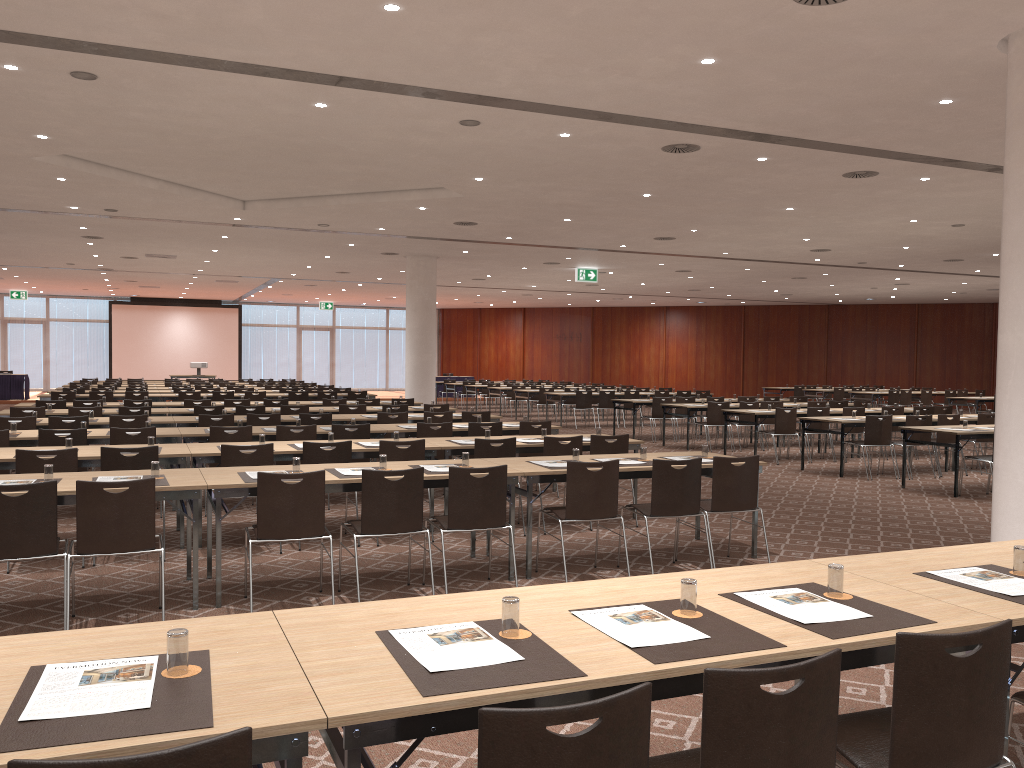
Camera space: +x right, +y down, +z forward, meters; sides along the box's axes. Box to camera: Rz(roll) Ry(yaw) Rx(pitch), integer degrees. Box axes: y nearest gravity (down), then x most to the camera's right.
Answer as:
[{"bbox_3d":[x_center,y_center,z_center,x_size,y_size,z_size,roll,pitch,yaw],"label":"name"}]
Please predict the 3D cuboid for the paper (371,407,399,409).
[{"bbox_3d":[-2.067,0.406,14.845,0.460,0.003,0.565,0,2,-24],"label":"paper"}]

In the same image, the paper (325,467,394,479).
[{"bbox_3d":[-1.108,0.655,6.571,0.460,0.003,0.565,0,2,-23],"label":"paper"}]

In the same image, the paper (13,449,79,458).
[{"bbox_3d":[-3.951,0.589,7.541,0.460,0.003,0.565,0,2,-24],"label":"paper"}]

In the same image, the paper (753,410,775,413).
[{"bbox_3d":[4.416,0.477,15.361,0.460,0.003,0.565,0,2,-23],"label":"paper"}]

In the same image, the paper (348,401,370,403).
[{"bbox_3d":[-2.849,0.344,16.648,0.460,0.003,0.565,0,2,-19],"label":"paper"}]

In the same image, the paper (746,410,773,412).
[{"bbox_3d":[4.310,0.471,15.394,0.283,0.006,0.398,0,2,-26],"label":"paper"}]

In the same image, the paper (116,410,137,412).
[{"bbox_3d":[-5.680,0.402,13.302,0.460,0.003,0.565,0,2,-26],"label":"paper"}]

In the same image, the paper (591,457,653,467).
[{"bbox_3d":[0.982,0.657,7.467,0.460,0.003,0.565,0,2,-20],"label":"paper"}]

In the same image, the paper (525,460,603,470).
[{"bbox_3d":[0.423,0.656,7.233,0.460,0.003,0.565,0,2,-20],"label":"paper"}]

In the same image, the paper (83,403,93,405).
[{"bbox_3d":[-7.099,0.333,14.939,0.283,0.006,0.398,0,2,-22],"label":"paper"}]

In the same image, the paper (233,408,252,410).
[{"bbox_3d":[-4.250,0.397,13.989,0.283,0.006,0.398,0,2,-19],"label":"paper"}]

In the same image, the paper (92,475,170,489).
[{"bbox_3d":[-2.561,0.653,5.945,0.460,0.003,0.565,0,2,-25],"label":"paper"}]

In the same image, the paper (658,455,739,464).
[{"bbox_3d":[1.607,0.658,7.708,0.460,0.003,0.565,0,2,-23],"label":"paper"}]

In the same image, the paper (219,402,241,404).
[{"bbox_3d":[-4.947,0.341,15.799,0.460,0.003,0.565,0,2,-24],"label":"paper"}]

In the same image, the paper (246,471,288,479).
[{"bbox_3d":[-1.740,0.648,6.358,0.283,0.006,0.398,0,2,-24],"label":"paper"}]

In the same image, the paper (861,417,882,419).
[{"bbox_3d":[5.688,0.533,13.847,0.283,0.006,0.398,0,2,-22],"label":"paper"}]

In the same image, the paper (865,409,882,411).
[{"bbox_3d":[6.499,0.479,16.276,0.460,0.003,0.565,0,2,-21],"label":"paper"}]

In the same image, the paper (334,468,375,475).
[{"bbox_3d":[-1.145,0.649,6.610,0.283,0.006,0.398,0,2,-22],"label":"paper"}]

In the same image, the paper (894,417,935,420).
[{"bbox_3d":[6.400,0.541,14.025,0.460,0.003,0.565,0,2,-20],"label":"paper"}]

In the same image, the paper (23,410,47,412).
[{"bbox_3d":[-6.930,0.394,12.864,0.283,0.006,0.398,0,2,-20],"label":"paper"}]

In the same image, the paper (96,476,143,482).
[{"bbox_3d":[-2.653,0.647,5.991,0.283,0.006,0.398,0,2,-21],"label":"paper"}]

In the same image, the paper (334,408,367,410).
[{"bbox_3d":[-2.671,0.406,14.560,0.460,0.003,0.565,0,2,-24],"label":"paper"}]

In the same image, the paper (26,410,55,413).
[{"bbox_3d":[-6.885,0.400,12.826,0.460,0.003,0.565,0,2,-24],"label":"paper"}]

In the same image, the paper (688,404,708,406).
[{"bbox_3d":[3.613,0.414,17.204,0.460,0.003,0.565,0,2,-25],"label":"paper"}]

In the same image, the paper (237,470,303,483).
[{"bbox_3d":[-1.685,0.655,6.296,0.460,0.003,0.565,0,2,-22],"label":"paper"}]

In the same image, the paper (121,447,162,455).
[{"bbox_3d":[-3.340,0.589,7.815,0.460,0.003,0.565,0,2,-20],"label":"paper"}]

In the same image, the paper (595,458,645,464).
[{"bbox_3d":[0.911,0.651,7.499,0.283,0.006,0.398,0,2,-25],"label":"paper"}]

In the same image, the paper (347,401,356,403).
[{"bbox_3d":[-2.953,0.337,16.706,0.283,0.006,0.398,0,2,-20],"label":"paper"}]

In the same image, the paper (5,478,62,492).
[{"bbox_3d":[-3.180,0.652,5.697,0.460,0.003,0.565,0,2,-20],"label":"paper"}]

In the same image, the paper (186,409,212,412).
[{"bbox_3d":[-4.754,0.403,13.683,0.460,0.003,0.565,0,2,-26],"label":"paper"}]

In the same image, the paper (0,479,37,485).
[{"bbox_3d":[-3.261,0.646,5.732,0.283,0.006,0.398,0,2,-20],"label":"paper"}]

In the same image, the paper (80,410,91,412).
[{"bbox_3d":[-6.366,0.395,13.095,0.283,0.006,0.398,0,2,-22],"label":"paper"}]

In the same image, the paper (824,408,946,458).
[{"bbox_3d":[7.027,0.893,16.654,2.267,0.833,0.953,0,2,-23],"label":"paper"}]

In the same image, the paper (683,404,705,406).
[{"bbox_3d":[3.552,0.408,17.245,0.283,0.006,0.398,0,2,-23],"label":"paper"}]

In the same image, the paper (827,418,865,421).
[{"bbox_3d":[5.167,0.539,13.528,0.460,0.003,0.565,0,2,-21],"label":"paper"}]

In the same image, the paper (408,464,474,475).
[{"bbox_3d":[-0.509,0.655,6.846,0.460,0.003,0.565,0,2,-21],"label":"paper"}]

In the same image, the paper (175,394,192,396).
[{"bbox_3d":[-6.879,0.230,18.760,0.460,0.003,0.565,0,2,-22],"label":"paper"}]

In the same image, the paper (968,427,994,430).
[{"bbox_3d":[6.556,0.603,11.953,0.460,0.003,0.565,0,2,-22],"label":"paper"}]

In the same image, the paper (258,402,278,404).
[{"bbox_3d":[-4.328,0.342,16.033,0.460,0.003,0.565,0,2,-22],"label":"paper"}]

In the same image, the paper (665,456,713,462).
[{"bbox_3d":[1.543,0.653,7.715,0.283,0.006,0.398,0,2,-23],"label":"paper"}]

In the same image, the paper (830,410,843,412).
[{"bbox_3d":[5.595,0.478,15.880,0.460,0.003,0.565,0,2,-24],"label":"paper"}]

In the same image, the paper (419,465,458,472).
[{"bbox_3d":[-0.535,0.650,6.869,0.283,0.006,0.398,0,2,-20],"label":"paper"}]

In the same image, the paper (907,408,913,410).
[{"bbox_3d":[7.677,0.481,16.754,0.460,0.003,0.565,0,2,-23],"label":"paper"}]

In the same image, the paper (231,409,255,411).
[{"bbox_3d":[-4.168,0.404,13.928,0.460,0.003,0.565,0,2,-21],"label":"paper"}]

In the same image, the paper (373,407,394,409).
[{"bbox_3d":[-2.159,0.400,14.855,0.283,0.006,0.398,0,2,-22],"label":"paper"}]

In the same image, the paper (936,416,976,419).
[{"bbox_3d":[7.279,0.541,14.441,0.460,0.003,0.565,0,2,-22],"label":"paper"}]

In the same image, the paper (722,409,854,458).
[{"bbox_3d":[4.933,0.890,15.776,2.267,0.833,0.953,0,2,-23],"label":"paper"}]

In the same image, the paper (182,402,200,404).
[{"bbox_3d":[-5.627,0.334,15.565,0.283,0.006,0.398,0,2,-23],"label":"paper"}]

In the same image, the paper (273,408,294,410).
[{"bbox_3d":[-3.662,0.399,14.219,0.283,0.006,0.398,0,2,-23],"label":"paper"}]

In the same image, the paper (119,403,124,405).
[{"bbox_3d":[-6.453,0.339,15.149,0.460,0.003,0.565,0,2,-25],"label":"paper"}]

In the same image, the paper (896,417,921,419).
[{"bbox_3d":[6.284,0.535,14.049,0.283,0.006,0.398,0,2,-24],"label":"paper"}]

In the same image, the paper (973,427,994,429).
[{"bbox_3d":[6.474,0.597,11.959,0.283,0.006,0.398,0,2,-24],"label":"paper"}]

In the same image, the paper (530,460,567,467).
[{"bbox_3d":[0.350,0.650,7.262,0.283,0.006,0.398,0,2,-23],"label":"paper"}]

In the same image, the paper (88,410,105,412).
[{"bbox_3d":[-6.261,0.401,13.072,0.460,0.003,0.565,0,2,-23],"label":"paper"}]

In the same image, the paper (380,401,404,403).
[{"bbox_3d":[-2.282,0.344,16.918,0.460,0.003,0.565,0,2,-22],"label":"paper"}]

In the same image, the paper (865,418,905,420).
[{"bbox_3d":[5.757,0.540,13.770,0.460,0.003,0.565,0,2,-21],"label":"paper"}]

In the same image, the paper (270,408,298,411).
[{"bbox_3d":[-3.591,0.404,14.193,0.460,0.003,0.565,0,2,-23],"label":"paper"}]

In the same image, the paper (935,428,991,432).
[{"bbox_3d":[5.969,0.602,11.705,0.460,0.003,0.565,0,2,-23],"label":"paper"}]

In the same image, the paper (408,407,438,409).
[{"bbox_3d":[-1.488,0.408,15.042,0.460,0.003,0.565,0,2,-22],"label":"paper"}]
